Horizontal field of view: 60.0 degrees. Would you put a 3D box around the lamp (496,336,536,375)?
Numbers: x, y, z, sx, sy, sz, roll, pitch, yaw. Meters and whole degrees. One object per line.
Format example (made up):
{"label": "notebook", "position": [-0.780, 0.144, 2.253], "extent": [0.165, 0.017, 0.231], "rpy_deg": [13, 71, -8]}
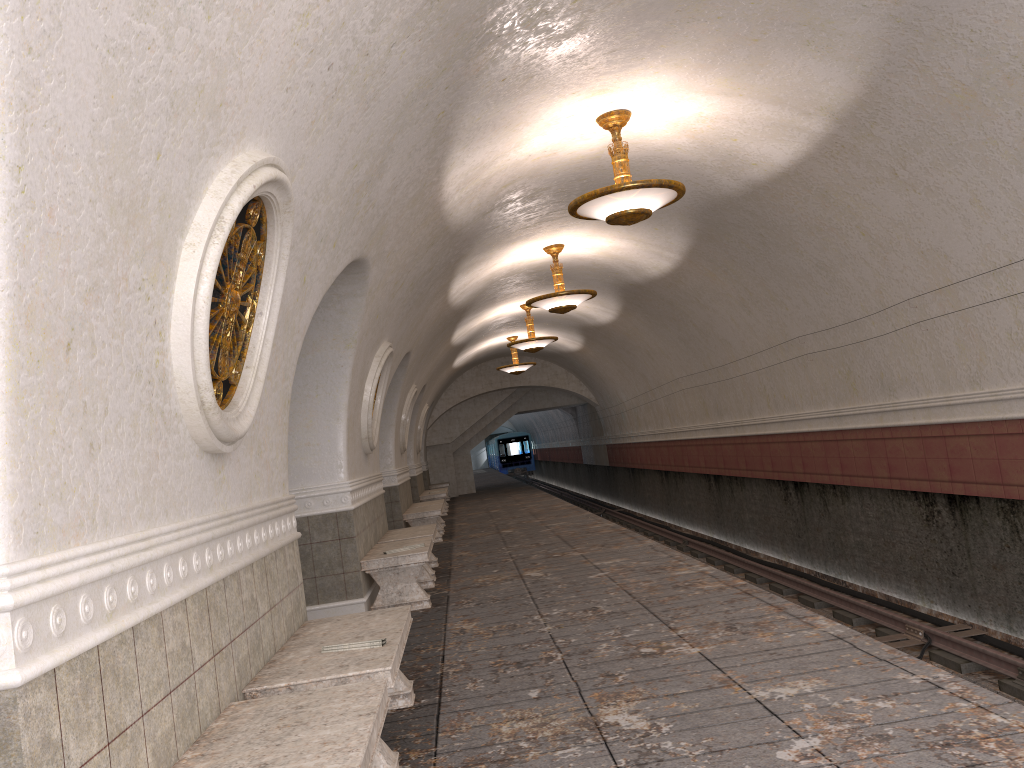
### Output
{"label": "lamp", "position": [0.072, -0.692, 22.014], "extent": [1.008, 0.955, 1.008], "rpy_deg": [-12, -5, 42]}

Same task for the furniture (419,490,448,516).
{"label": "furniture", "position": [-1.785, 2.786, 20.586], "extent": [0.613, 0.508, 1.509], "rpy_deg": [-8, -4, -4]}

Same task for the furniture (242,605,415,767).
{"label": "furniture", "position": [-0.808, 1.512, 4.355], "extent": [0.613, 0.508, 1.509], "rpy_deg": [-8, -4, -4]}

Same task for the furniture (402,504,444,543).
{"label": "furniture", "position": [-1.428, 2.320, 14.653], "extent": [0.613, 0.508, 1.509], "rpy_deg": [-8, -4, -4]}

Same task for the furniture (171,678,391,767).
{"label": "furniture", "position": [-0.707, 1.381, 2.681], "extent": [0.613, 0.508, 1.509], "rpy_deg": [-8, -4, -4]}

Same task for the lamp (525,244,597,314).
{"label": "lamp", "position": [0.651, -1.446, 12.403], "extent": [1.008, 0.955, 1.008], "rpy_deg": [-9, -4, 12]}

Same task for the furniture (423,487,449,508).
{"label": "furniture", "position": [-1.886, 2.917, 22.260], "extent": [0.613, 0.508, 1.509], "rpy_deg": [-8, -4, -4]}

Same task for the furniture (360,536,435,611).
{"label": "furniture", "position": [-1.067, 1.850, 8.661], "extent": [0.613, 0.508, 1.509], "rpy_deg": [-8, -4, -4]}

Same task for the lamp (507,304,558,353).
{"label": "lamp", "position": [0.362, -1.069, 17.207], "extent": [1.008, 0.955, 1.008], "rpy_deg": [-9, -4, 12]}

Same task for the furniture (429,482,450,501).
{"label": "furniture", "position": [-2.163, 3.278, 26.858], "extent": [0.613, 0.508, 1.509], "rpy_deg": [-8, -4, -4]}

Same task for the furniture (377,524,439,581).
{"label": "furniture", "position": [-1.168, 1.981, 10.334], "extent": [0.613, 0.508, 1.509], "rpy_deg": [-8, -4, -4]}

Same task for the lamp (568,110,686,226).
{"label": "lamp", "position": [0.940, -1.823, 7.596], "extent": [1.008, 0.955, 1.008], "rpy_deg": [-7, -4, -20]}

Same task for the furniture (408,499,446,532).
{"label": "furniture", "position": [-1.529, 2.452, 16.326], "extent": [0.613, 0.508, 1.509], "rpy_deg": [-8, -4, -4]}
